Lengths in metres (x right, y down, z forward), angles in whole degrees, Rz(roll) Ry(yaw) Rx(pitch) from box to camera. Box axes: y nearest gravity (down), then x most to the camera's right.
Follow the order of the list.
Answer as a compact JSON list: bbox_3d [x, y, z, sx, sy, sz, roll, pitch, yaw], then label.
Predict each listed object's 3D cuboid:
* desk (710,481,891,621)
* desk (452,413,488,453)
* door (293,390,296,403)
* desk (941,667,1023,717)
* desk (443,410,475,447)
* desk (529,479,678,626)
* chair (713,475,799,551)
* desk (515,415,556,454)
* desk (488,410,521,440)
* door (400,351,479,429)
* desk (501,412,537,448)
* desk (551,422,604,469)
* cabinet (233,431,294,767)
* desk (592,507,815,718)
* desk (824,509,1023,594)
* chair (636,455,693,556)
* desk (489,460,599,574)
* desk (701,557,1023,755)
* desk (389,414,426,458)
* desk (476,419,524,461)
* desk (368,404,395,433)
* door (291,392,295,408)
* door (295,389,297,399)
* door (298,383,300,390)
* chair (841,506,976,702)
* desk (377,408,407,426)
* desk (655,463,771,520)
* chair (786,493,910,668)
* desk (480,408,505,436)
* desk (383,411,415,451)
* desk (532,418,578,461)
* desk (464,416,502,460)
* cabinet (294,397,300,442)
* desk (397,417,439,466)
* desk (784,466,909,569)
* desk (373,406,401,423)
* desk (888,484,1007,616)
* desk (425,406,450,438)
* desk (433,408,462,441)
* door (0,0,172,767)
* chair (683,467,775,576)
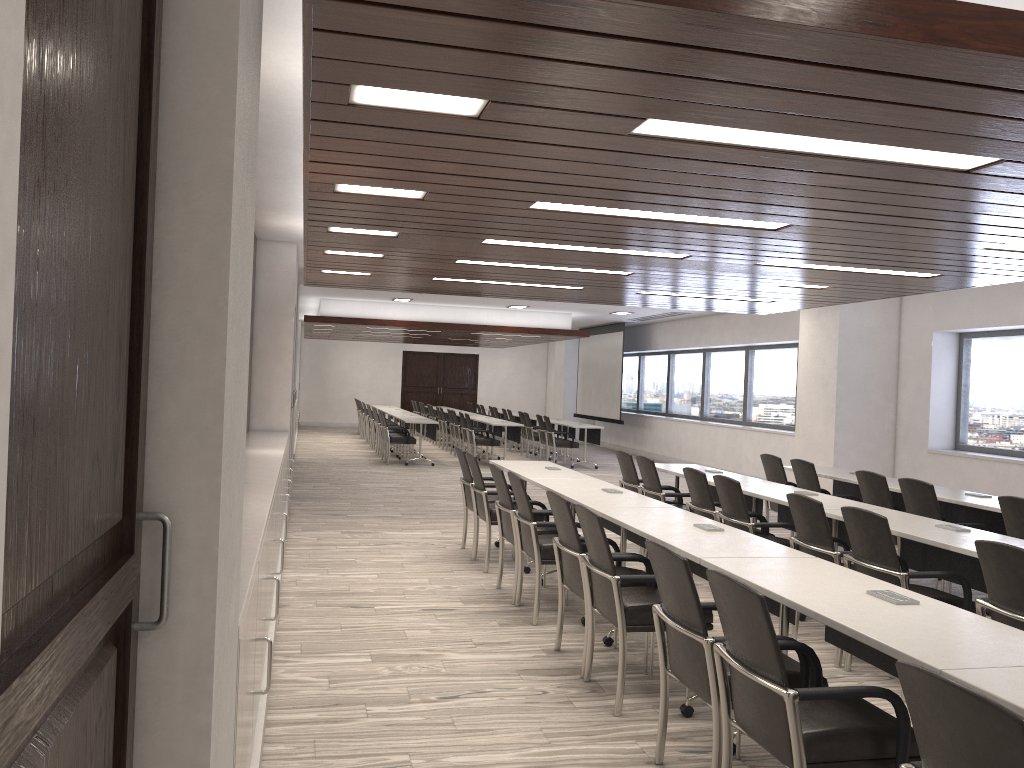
[{"bbox_3d":[2.049,1.197,6.549,0.577,0.795,1.509,2,0,-13],"label":"desk"},{"bbox_3d":[-0.949,1.054,19.340,0.577,0.795,1.509,2,0,-13],"label":"desk"},{"bbox_3d":[-3.226,-0.093,12.855,0.200,2.889,2.327,2,0,-13],"label":"door"},{"bbox_3d":[1.612,1.187,1.761,0.577,0.795,1.509,2,0,-13],"label":"desk"},{"bbox_3d":[-1.297,1.037,20.822,0.577,0.795,1.509,2,0,-13],"label":"desk"},{"bbox_3d":[0.571,1.138,6.202,0.577,0.795,1.509,2,0,-13],"label":"desk"},{"bbox_3d":[1.741,1.113,6.202,0.638,0.939,0.513,2,0,-14],"label":"chair"},{"bbox_3d":[0.507,1.112,19.682,0.577,0.795,1.509,2,0,-13],"label":"desk"},{"bbox_3d":[-0.189,1.079,22.650,0.577,0.795,1.509,2,0,-13],"label":"desk"},{"bbox_3d":[-2.194,0.208,26.837,2.329,2.323,0.200,2,0,-13],"label":"door"},{"bbox_3d":[0.159,1.095,21.164,0.577,0.795,1.509,2,0,-13],"label":"desk"},{"bbox_3d":[1.200,1.145,16.726,0.577,0.795,1.509,2,0,-13],"label":"desk"},{"bbox_3d":[-1.716,0.895,5.807,0.476,0.698,7.540,2,0,-13],"label":"cabinet"},{"bbox_3d":[0.919,1.154,4.717,0.577,0.795,1.509,2,0,-13],"label":"desk"},{"bbox_3d":[2.397,1.213,5.064,0.577,0.795,1.509,2,0,-13],"label":"desk"},{"bbox_3d":[1.401,1.097,7.689,0.638,0.939,0.513,2,0,-14],"label":"chair"},{"bbox_3d":[0.224,1.121,7.685,0.577,0.795,1.509,2,0,-13],"label":"desk"},{"bbox_3d":[1.267,1.171,3.235,0.577,0.795,1.509,2,0,-13],"label":"desk"},{"bbox_3d":[-2.082,1.011,17.519,0.577,0.795,1.509,2,0,-13],"label":"desk"},{"bbox_3d":[-0.257,1.087,16.384,0.577,0.795,1.509,2,0,-13],"label":"desk"},{"bbox_3d":[-3.471,0.945,23.443,0.577,0.795,1.509,2,0,-13],"label":"desk"},{"bbox_3d":[-2.750,0.213,10.775,0.200,2.323,1.163,2,0,-13],"label":"door"},{"bbox_3d":[-3.724,0.166,14.932,0.200,2.323,1.163,2,0,-13],"label":"door"},{"bbox_3d":[-6.025,0.056,24.748,0.200,2.323,1.163,2,0,-13],"label":"door"},{"bbox_3d":[2.105,1.130,4.729,0.638,0.939,0.513,2,0,-14],"label":"chair"},{"bbox_3d":[-2.775,0.978,20.475,0.577,0.795,1.509,2,0,-13],"label":"desk"},{"bbox_3d":[1.702,1.180,8.032,0.577,0.795,1.509,2,0,-13],"label":"desk"},{"bbox_3d":[1.966,1.124,5.241,0.638,0.939,0.513,2,0,-13],"label":"chair"},{"bbox_3d":[-0.536,1.062,24.132,0.577,0.795,1.509,2,0,-13],"label":"desk"},{"bbox_3d":[-2.427,0.994,18.993,0.577,0.795,1.509,2,0,-13],"label":"desk"},{"bbox_3d":[0.852,1.128,18.209,0.577,0.795,1.509,2,0,-13],"label":"desk"},{"bbox_3d":[-0.604,1.070,17.866,0.577,0.795,1.509,2,0,-13],"label":"desk"},{"bbox_3d":[-5.010,0.738,19.859,0.476,0.698,7.540,2,0,-13],"label":"cabinet"},{"bbox_3d":[-1.734,1.028,16.037,0.577,0.795,1.509,2,0,-13],"label":"desk"},{"bbox_3d":[3.158,1.238,8.374,0.577,0.795,1.509,2,0,-13],"label":"desk"},{"bbox_3d":[-3.123,0.961,21.960,0.577,0.795,1.509,2,0,-13],"label":"desk"},{"bbox_3d":[3.505,1.255,6.891,0.577,0.795,1.509,2,0,-13],"label":"desk"},{"bbox_3d":[-1.993,1.004,23.790,0.577,0.795,1.509,2,0,-13],"label":"desk"},{"bbox_3d":[-1.645,1.020,22.308,0.577,0.795,1.509,2,0,-13],"label":"desk"},{"bbox_3d":[-0.548,0.319,0.940,0.200,2.323,1.163,2,0,-13],"label":"door"},{"bbox_3d":[1.624,1.107,6.712,0.638,0.939,0.513,2,0,-13],"label":"chair"}]
